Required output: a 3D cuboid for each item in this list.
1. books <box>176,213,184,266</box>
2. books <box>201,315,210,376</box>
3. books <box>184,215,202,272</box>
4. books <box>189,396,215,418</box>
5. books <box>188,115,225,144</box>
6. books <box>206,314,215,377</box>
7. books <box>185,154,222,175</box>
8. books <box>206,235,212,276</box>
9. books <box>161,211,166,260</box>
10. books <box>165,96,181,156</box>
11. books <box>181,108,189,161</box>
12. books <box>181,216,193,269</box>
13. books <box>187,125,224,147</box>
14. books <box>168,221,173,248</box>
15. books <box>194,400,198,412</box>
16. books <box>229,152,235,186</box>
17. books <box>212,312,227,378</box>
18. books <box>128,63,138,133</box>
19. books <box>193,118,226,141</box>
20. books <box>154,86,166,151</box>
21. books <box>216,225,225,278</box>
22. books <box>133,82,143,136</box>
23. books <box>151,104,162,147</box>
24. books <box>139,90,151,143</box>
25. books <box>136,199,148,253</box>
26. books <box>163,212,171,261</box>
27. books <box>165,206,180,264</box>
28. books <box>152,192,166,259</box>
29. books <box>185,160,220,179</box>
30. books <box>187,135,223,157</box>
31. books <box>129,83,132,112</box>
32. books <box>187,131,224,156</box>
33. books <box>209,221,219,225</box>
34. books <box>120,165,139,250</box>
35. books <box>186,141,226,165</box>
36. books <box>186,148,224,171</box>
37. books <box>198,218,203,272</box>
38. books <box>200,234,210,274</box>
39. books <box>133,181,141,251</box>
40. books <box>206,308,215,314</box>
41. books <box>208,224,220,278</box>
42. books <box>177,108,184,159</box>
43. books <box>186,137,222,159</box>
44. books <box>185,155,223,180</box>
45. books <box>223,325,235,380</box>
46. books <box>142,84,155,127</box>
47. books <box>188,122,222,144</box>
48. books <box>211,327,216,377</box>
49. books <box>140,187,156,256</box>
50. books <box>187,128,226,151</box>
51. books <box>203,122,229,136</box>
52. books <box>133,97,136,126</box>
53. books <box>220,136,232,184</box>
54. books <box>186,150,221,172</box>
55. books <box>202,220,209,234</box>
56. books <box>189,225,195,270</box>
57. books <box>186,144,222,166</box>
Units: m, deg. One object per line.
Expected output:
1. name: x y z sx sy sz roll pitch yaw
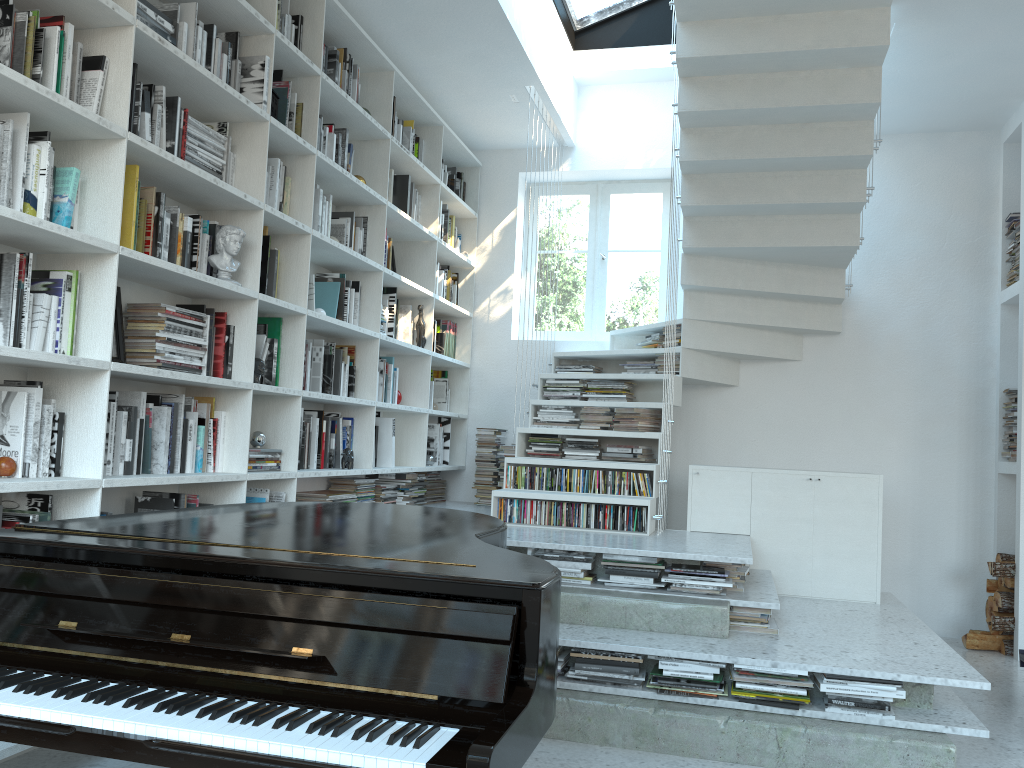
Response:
1. books: -1.312 -0.521 3.317 0.175 0.234 0.010 2 -3 15
2. books: -1.276 -0.147 3.511 0.161 0.254 0.012 2 -3 15
3. books: -1.276 -0.520 3.379 0.186 0.245 0.012 2 -3 15
4. books: -1.278 0.201 3.583 0.149 0.300 0.011 2 -3 15
5. books: -1.260 -0.988 3.456 0.159 0.012 0.285 2 -4 10
6. books: -1.270 -0.150 3.522 0.184 0.260 0.011 2 -3 15
7. books: -1.273 -0.854 3.451 0.161 0.012 0.254 2 -4 17
8. books: -1.266 -0.490 3.535 0.145 0.205 0.012 2 -3 15
9. books: -1.341 -0.521 3.209 0.175 0.216 0.024 2 -3 15
10. books: -1.308 -0.913 3.244 0.191 0.269 0.021 2 -3 15
11. books: -1.289 -0.897 3.296 0.176 0.246 0.013 2 -3 15
12. books: -1.297 -0.514 3.332 0.185 0.224 0.029 2 -3 15
13. books: -1.268 -0.964 3.457 0.161 0.012 0.254 2 -4 17
14. books: -1.337 -0.507 3.277 0.145 0.199 0.050 2 -3 15
15. books: -1.310 0.202 3.497 0.132 0.284 0.010 2 -3 15
16. books: -1.225 -0.847 3.634 0.172 0.198 0.030 2 -3 15
17. books: -1.248 -0.153 3.598 0.186 0.279 0.011 2 -3 15
18. books: -1.372 -0.946 3.036 0.179 0.300 0.011 2 -3 15
19. books: -1.267 -1.000 3.459 0.159 0.012 0.285 2 -4 17
20. books: -1.330 -0.927 3.214 0.162 0.291 0.049 2 -3 15
21. books: -1.234 -0.513 3.615 0.154 0.266 0.014 2 -3 15
22. books: -1.363 -0.918 3.070 0.172 0.250 0.014 2 -3 15
23. books: -1.336 -0.892 3.184 0.148 0.216 0.024 2 -3 15
24. books: -1.346 -0.907 3.118 0.153 0.236 0.066 2 -3 15
25. books: -1.364 -0.534 3.118 0.169 0.227 0.012 2 -3 15
26. books: -1.335 -0.518 3.236 0.168 0.214 0.030 2 -3 15
27. books: -1.319 -0.534 3.307 0.161 0.258 0.014 2 -3 15
28. books: -1.335 -0.549 3.171 0.190 0.267 0.028 2 -3 15
29. books: -1.277 -0.830 3.450 0.161 0.012 0.254 2 -4 14
30. books: -1.270 -0.926 3.455 0.161 0.012 0.254 2 -4 17
31. books: -1.375 -0.932 2.987 0.185 0.265 0.025 2 -3 15
32. books: -1.272 -0.938 3.456 0.159 0.012 0.285 2 -4 14
33. books: -1.255 -0.521 3.601 0.108 0.279 0.025 2 -3 15
34. books: -1.365 -0.586 3.018 0.188 0.317 0.014 2 -3 15
35. books: -1.269 -0.902 3.453 0.159 0.012 0.285 1 -4 18
36. books: -1.275 -0.878 3.453 0.159 0.012 0.285 2 -4 16
37. books: -1.280 -0.521 3.472 0.126 0.259 0.024 2 -3 15
38. books: -1.272 -0.490 3.498 0.149 0.201 0.035 2 -3 15
39. books: -1.362 -0.559 3.030 0.189 0.266 0.015 2 -3 15
40. books: -1.270 -0.161 3.559 0.152 0.288 0.011 2 -3 15
41. books: -1.251 -0.513 3.573 0.130 0.259 0.025 2 -3 15
42. books: -1.305 -0.898 3.285 0.183 0.244 0.015 2 -3 15
43. books: -1.268 -0.914 3.453 0.161 0.012 0.254 2 -4 12
44. books: -1.272 -0.842 3.450 0.159 0.012 0.285 2 -4 12
45. books: -1.234 -0.126 3.616 0.199 0.229 0.034 2 -3 15
46. books: -1.346 -0.928 3.166 0.130 0.285 0.022 2 -3 15
47. books: -1.272 -0.977 3.458 0.161 0.012 0.254 2 -4 15
48. books: -1.270 -0.124 3.586 0.132 0.217 0.021 2 -3 15
49. books: -1.353 -0.559 3.156 0.176 0.283 0.013 2 -3 15
50. books: -1.263 -0.950 3.454 0.161 0.012 0.254 1 -4 19
51. books: -1.230 -0.908 3.618 0.139 0.318 0.012 2 -3 15
52. books: -1.371 -0.910 3.057 0.147 0.233 0.014 2 -3 15
53. books: -1.219 -0.876 3.601 0.161 0.254 0.012 2 -3 15
54. books: -1.273 -0.866 3.452 0.161 0.012 0.254 2 -4 13
55. books: -1.273 -0.519 3.525 0.135 0.263 0.014 2 -3 15
56. books: -1.292 -0.500 3.360 0.178 0.200 0.029 2 -3 15
57. books: -1.274 -0.890 3.453 0.161 0.012 0.254 2 -4 16
